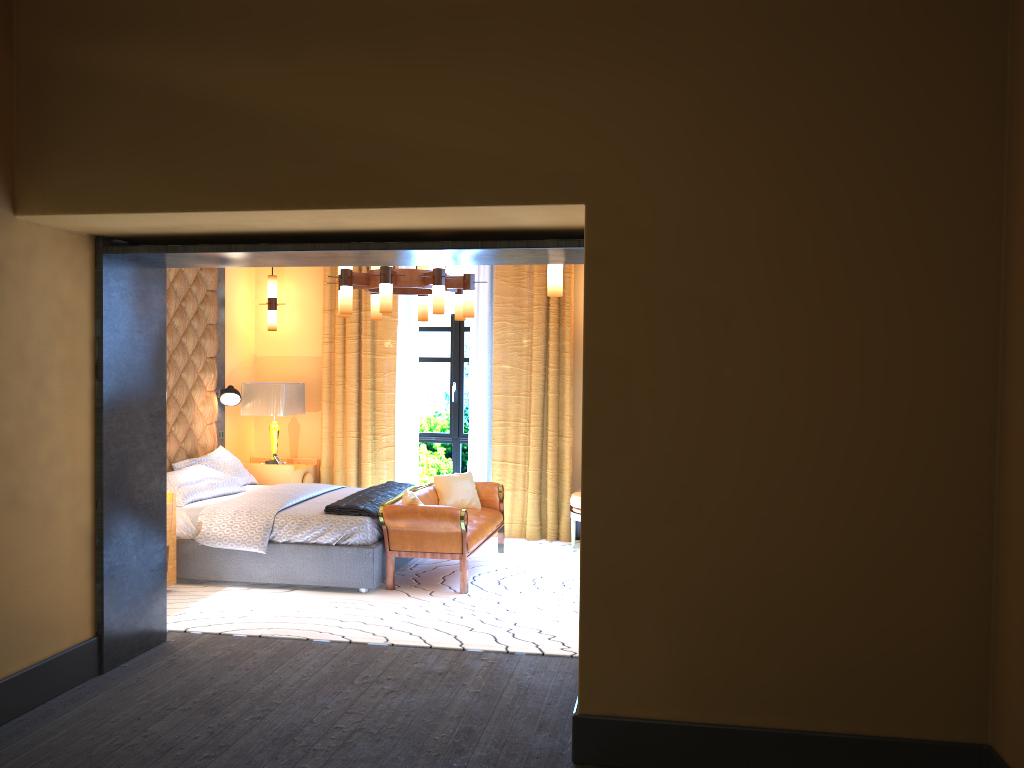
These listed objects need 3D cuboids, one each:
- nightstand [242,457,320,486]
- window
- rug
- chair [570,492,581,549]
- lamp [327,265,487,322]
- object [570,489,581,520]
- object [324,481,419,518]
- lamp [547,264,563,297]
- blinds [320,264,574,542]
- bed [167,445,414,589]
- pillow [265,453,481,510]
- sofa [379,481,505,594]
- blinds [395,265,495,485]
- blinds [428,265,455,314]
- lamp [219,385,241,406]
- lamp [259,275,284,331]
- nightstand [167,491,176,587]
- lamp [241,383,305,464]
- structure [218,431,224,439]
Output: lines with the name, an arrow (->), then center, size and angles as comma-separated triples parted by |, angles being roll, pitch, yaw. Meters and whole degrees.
nightstand -> -2.274, 1.076, 8.437 | 0.720, 0.690, 0.680 | 1, 1, 10
window -> -0.545, -0.062, 8.715 | 1.200, 3.002, 0.130 | 1, 2, 10
rug -> -0.952, 1.450, 6.761 | 3.702, 0.016, 3.386 | 1, 1, 10
chair -> 0.816, 0.886, 7.855 | 0.500, 1.148, 0.632 | 2, 2, 43
lamp -> -0.778, -1.579, 6.553 | 1.140, 2.170, 1.140 | 2, 2, 32
object -> 0.841, 1.165, 7.755 | 0.428, 0.572, 0.802 | 0, 1, -33
object -> -1.032, 0.885, 6.929 | 0.405, 0.105, 1.460 | 1, 1, 9
lamp -> 0.247, -0.764, 5.022 | 0.199, 0.532, 0.199 | -1, 2, -35
blinds -> -0.621, -0.625, 8.302 | 2.450, 4.149, 0.134 | 1, 2, 10
bed -> -1.830, 0.979, 7.073 | 2.106, 0.825, 1.887 | 1, 1, 9
pillow -> -1.057, 0.865, 7.555 | 1.147, 0.407, 2.627 | 0, 1, -39
sofa -> -0.490, 1.135, 6.927 | 0.650, 0.640, 1.614 | 1, 1, 10
blinds -> -0.646, -0.604, 8.391 | 2.050, 4.078, 0.236 | 1, 2, 7
blinds -> -0.534, -1.126, 8.671 | 1.200, 0.874, 0.013 | 1, 2, 10
lamp -> -2.392, 0.121, 8.097 | 0.568, 0.218, 0.231 | 0, 1, -33
lamp -> -2.311, -0.779, 8.552 | 0.199, 0.532, 0.199 | -1, 2, -35
nightstand -> -2.710, 1.093, 5.855 | 0.720, 0.700, 0.708 | 1, 1, 10
lamp -> -2.233, 0.391, 8.317 | 0.424, 0.803, 0.505 | 1, 1, 10
structure -> -2.644, 0.461, 8.046 | 0.016, 0.071, 0.103 | 1, 1, 10
